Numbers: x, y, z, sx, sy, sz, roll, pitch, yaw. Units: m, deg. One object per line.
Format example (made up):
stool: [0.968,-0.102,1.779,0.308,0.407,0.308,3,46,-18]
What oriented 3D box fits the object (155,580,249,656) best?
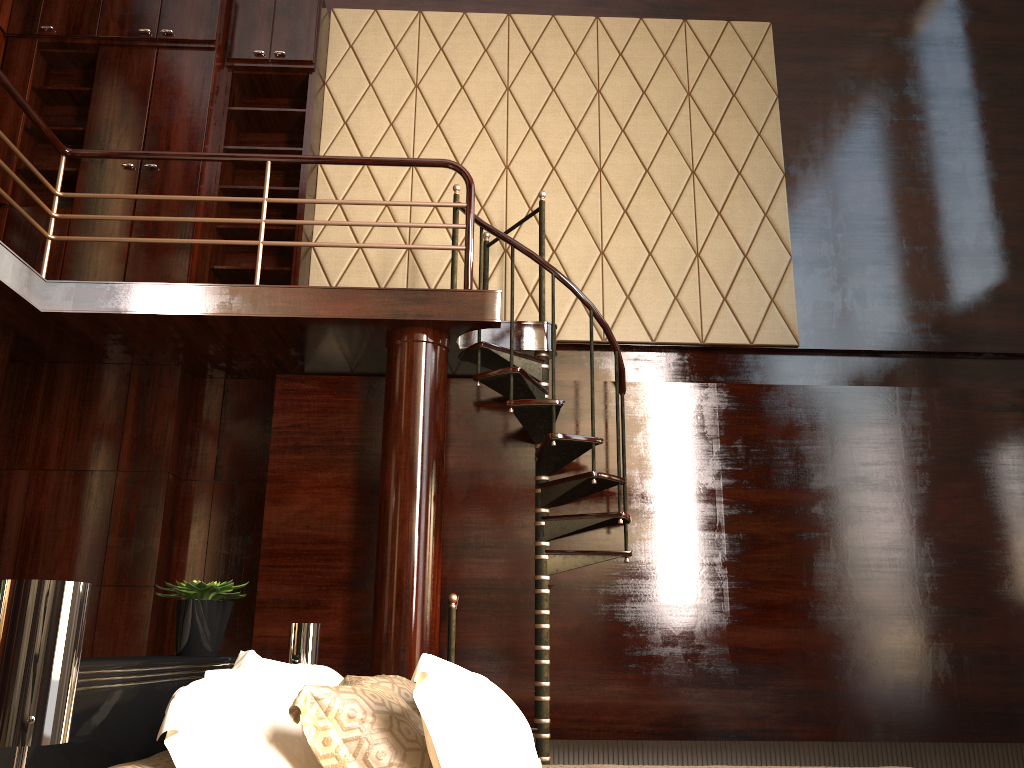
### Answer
object: [-0.851,0.635,2.416,0.241,0.205,0.256,7,-18,-19]

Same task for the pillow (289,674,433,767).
pillow: [-0.235,0.760,1.878,0.293,0.271,1.123,1,-17,-1]

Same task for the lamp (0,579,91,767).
lamp: [-0.560,0.422,1.007,0.109,0.385,0.106,-1,-17,5]

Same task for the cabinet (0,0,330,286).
cabinet: [-2.428,-2.148,2.773,2.576,2.432,6.767,1,-17,-2]

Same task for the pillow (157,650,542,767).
pillow: [-0.259,0.728,1.860,0.685,0.320,1.322,1,-17,0]

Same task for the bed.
bed: [0.248,0.917,1.813,2.381,0.660,1.985,1,-17,-2]

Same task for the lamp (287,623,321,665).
lamp: [-0.656,0.940,2.744,0.109,0.385,0.106,-1,-17,5]

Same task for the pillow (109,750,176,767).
pillow: [-0.574,0.795,1.819,0.173,0.167,1.396,1,-17,-2]

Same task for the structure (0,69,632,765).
structure: [-1.183,-0.285,2.262,3.750,3.189,6.107,1,-17,-2]
